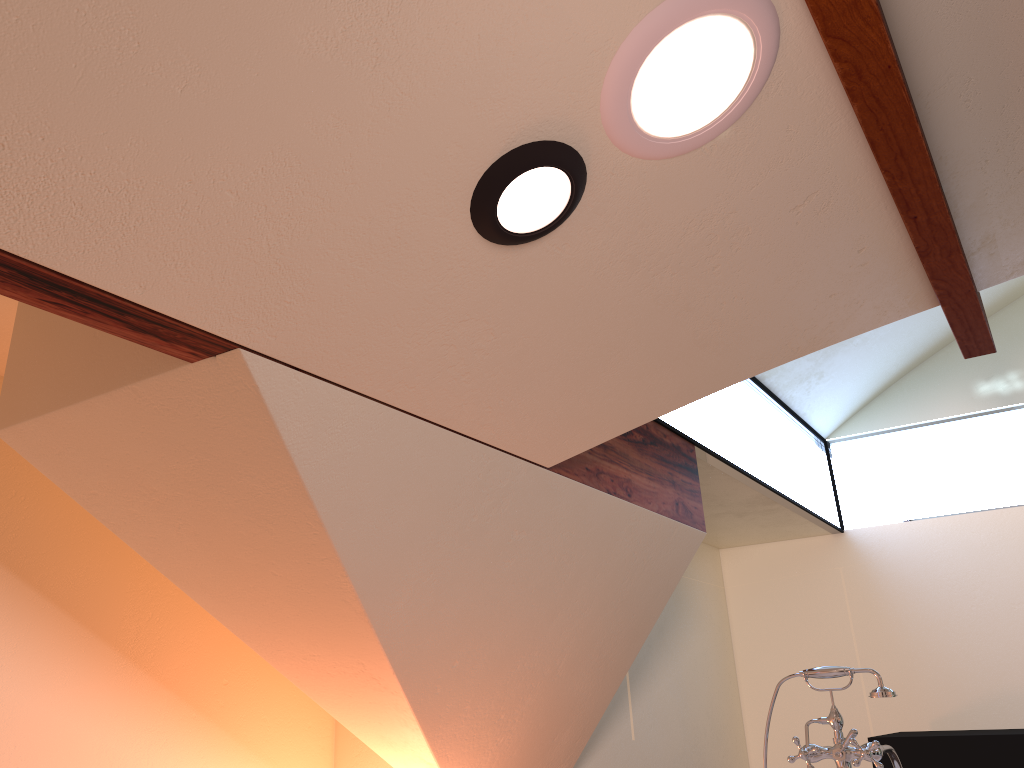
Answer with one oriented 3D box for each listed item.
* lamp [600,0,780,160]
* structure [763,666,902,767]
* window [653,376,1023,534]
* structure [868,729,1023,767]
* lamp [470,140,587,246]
[{"bbox_3d":[0.320,-0.608,1.583,0.330,0.169,0.373,-14,-25,25],"label":"lamp"},{"bbox_3d":[0.965,1.418,2.342,0.557,1.105,0.387,17,-28,-40],"label":"structure"},{"bbox_3d":[1.953,-0.053,3.759,2.117,0.667,3.550,-16,-26,29],"label":"window"},{"bbox_3d":[2.226,2.212,4.008,0.873,0.849,0.808,-16,-25,29],"label":"structure"},{"bbox_3d":[0.032,-0.385,1.640,0.214,0.128,0.249,-14,-25,25],"label":"lamp"}]
